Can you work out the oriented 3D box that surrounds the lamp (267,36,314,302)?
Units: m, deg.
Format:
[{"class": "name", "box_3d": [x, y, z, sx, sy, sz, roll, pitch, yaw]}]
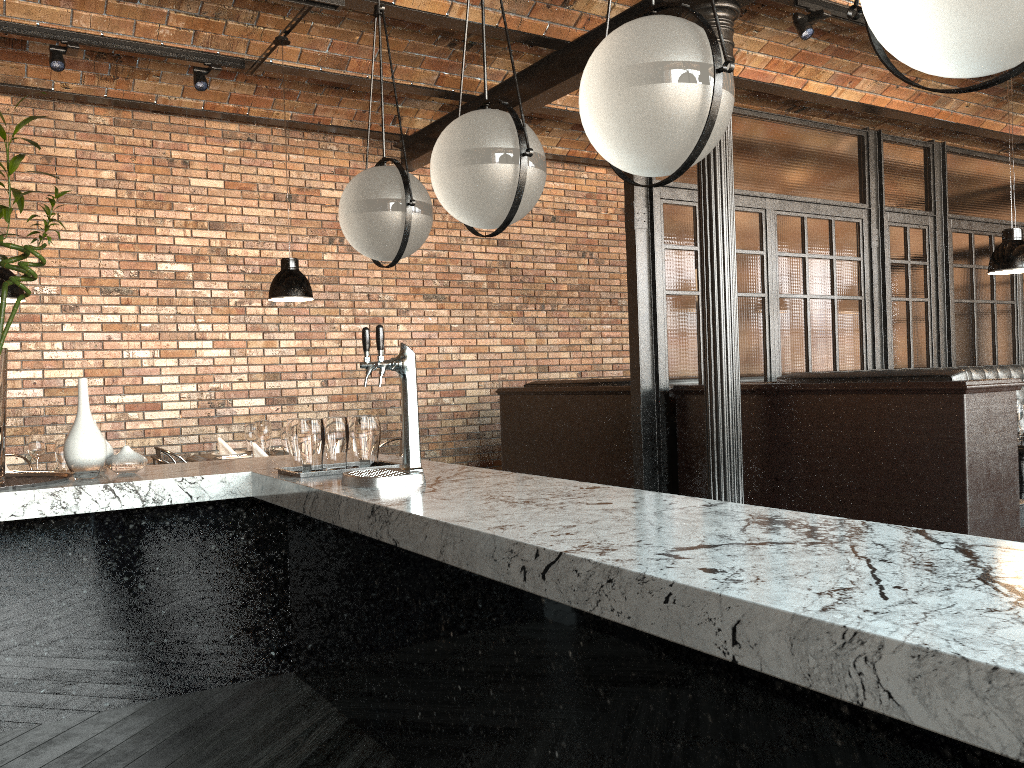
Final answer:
[{"class": "lamp", "box_3d": [-1.428, -1.358, 5.612, 0.291, 1.653, 0.291, -2, 0, 13]}]

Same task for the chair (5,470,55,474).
[{"class": "chair", "box_3d": [-2.631, 0.867, 4.691, 0.504, 0.857, 0.558, -2, 0, -32]}]

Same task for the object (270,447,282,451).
[{"class": "object", "box_3d": [-1.742, 0.485, 6.703, 0.255, 0.019, 0.157, -2, 0, -31]}]

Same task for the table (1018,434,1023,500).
[{"class": "table", "box_3d": [3.131, 0.717, 5.419, 0.872, 0.758, 0.872, -2, 0, -32]}]

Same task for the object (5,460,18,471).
[{"class": "object", "box_3d": [-3.025, 0.484, 5.283, 0.232, 0.139, 0.232, -2, 0, 1]}]

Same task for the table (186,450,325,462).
[{"class": "table", "box_3d": [-1.782, 0.877, 6.368, 0.872, 0.758, 0.872, -2, 0, -32]}]

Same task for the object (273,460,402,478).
[{"class": "object", "box_3d": [-0.677, 0.330, 3.461, 0.437, 0.019, 0.273, -2, 0, -32]}]

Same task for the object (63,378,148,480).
[{"class": "object", "box_3d": [-1.685, 0.176, 3.576, 0.319, 0.397, 0.316, -2, 0, 17]}]

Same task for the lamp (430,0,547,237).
[{"class": "lamp", "box_3d": [-0.092, -1.306, 2.578, 0.340, 1.754, 0.340, -2, 0, 14]}]

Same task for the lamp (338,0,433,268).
[{"class": "lamp", "box_3d": [-0.478, -1.298, 3.200, 0.340, 1.754, 0.340, -2, 0, 14]}]

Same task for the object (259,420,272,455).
[{"class": "object", "box_3d": [-1.730, 0.374, 6.222, 0.092, 0.244, 0.092, -2, 0, 30]}]

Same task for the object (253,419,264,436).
[{"class": "object", "box_3d": [-1.840, 0.376, 6.461, 0.092, 0.244, 0.092, -2, 0, 30]}]

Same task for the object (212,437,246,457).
[{"class": "object", "box_3d": [-1.998, 0.442, 6.249, 0.232, 0.139, 0.232, -2, 1, -38]}]

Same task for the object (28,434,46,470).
[{"class": "object", "box_3d": [-2.771, 0.417, 5.172, 0.092, 0.244, 0.092, -2, 0, -26]}]

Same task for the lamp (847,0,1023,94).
[{"class": "lamp", "box_3d": [0.680, -1.323, 1.332, 0.340, 1.754, 0.340, -2, 0, 14]}]

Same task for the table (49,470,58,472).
[{"class": "table", "box_3d": [-2.886, 0.923, 5.110, 0.872, 0.758, 0.872, -2, 0, -32]}]

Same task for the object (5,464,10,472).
[{"class": "object", "box_3d": [-2.796, 0.479, 4.902, 0.232, 0.139, 0.232, -2, 1, -38]}]

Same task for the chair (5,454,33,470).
[{"class": "chair", "box_3d": [-3.254, 0.882, 5.591, 0.504, 0.857, 0.558, -2, 1, -37]}]

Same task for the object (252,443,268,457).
[{"class": "object", "box_3d": [-1.537, 0.432, 5.504, 0.232, 0.139, 0.232, -2, 1, -38]}]

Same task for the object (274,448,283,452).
[{"class": "object", "box_3d": [-1.618, 0.427, 6.479, 0.232, 0.139, 0.232, -2, 1, -38]}]

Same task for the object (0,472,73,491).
[{"class": "object", "box_3d": [-2.015, 0.378, 3.376, 0.622, 0.014, 0.622, -2, 0, 31]}]

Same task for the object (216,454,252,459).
[{"class": "object", "box_3d": [-1.878, 0.494, 6.060, 0.255, 0.019, 0.157, -2, 0, -31]}]

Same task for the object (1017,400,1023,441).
[{"class": "object", "box_3d": [3.049, 0.218, 5.376, 0.092, 0.244, 0.092, -2, 0, -15]}]

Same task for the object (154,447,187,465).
[{"class": "object", "box_3d": [-2.138, 0.840, 6.093, 0.558, 0.857, 0.504, -2, 0, -32]}]

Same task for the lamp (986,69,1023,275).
[{"class": "lamp", "box_3d": [3.029, -1.508, 5.400, 0.291, 1.653, 0.291, -2, 0, 13]}]

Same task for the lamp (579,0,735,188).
[{"class": "lamp", "box_3d": [0.294, -1.315, 1.955, 0.340, 1.754, 0.340, -2, 0, 14]}]

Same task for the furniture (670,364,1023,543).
[{"class": "furniture", "box_3d": [3.868, 0.458, 6.285, 5.451, 1.212, 1.979, -2, 0, -32]}]

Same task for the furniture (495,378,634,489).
[{"class": "furniture", "box_3d": [2.710, 0.484, 8.159, 5.451, 1.212, 1.979, -2, 0, -32]}]

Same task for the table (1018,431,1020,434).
[{"class": "table", "box_3d": [4.068, 0.681, 6.001, 0.872, 0.758, 0.872, -2, 0, -32]}]

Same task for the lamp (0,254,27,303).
[{"class": "lamp", "box_3d": [-2.976, -1.302, 5.079, 0.291, 1.653, 0.291, -2, 0, 33]}]

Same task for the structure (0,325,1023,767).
[{"class": "structure", "box_3d": [-0.222, 0.521, 1.733, 1.930, 1.430, 5.346, -2, 0, -32]}]

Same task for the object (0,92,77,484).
[{"class": "object", "box_3d": [-2.025, -0.390, 3.396, 0.673, 1.546, 0.584, -2, 0, 7]}]
